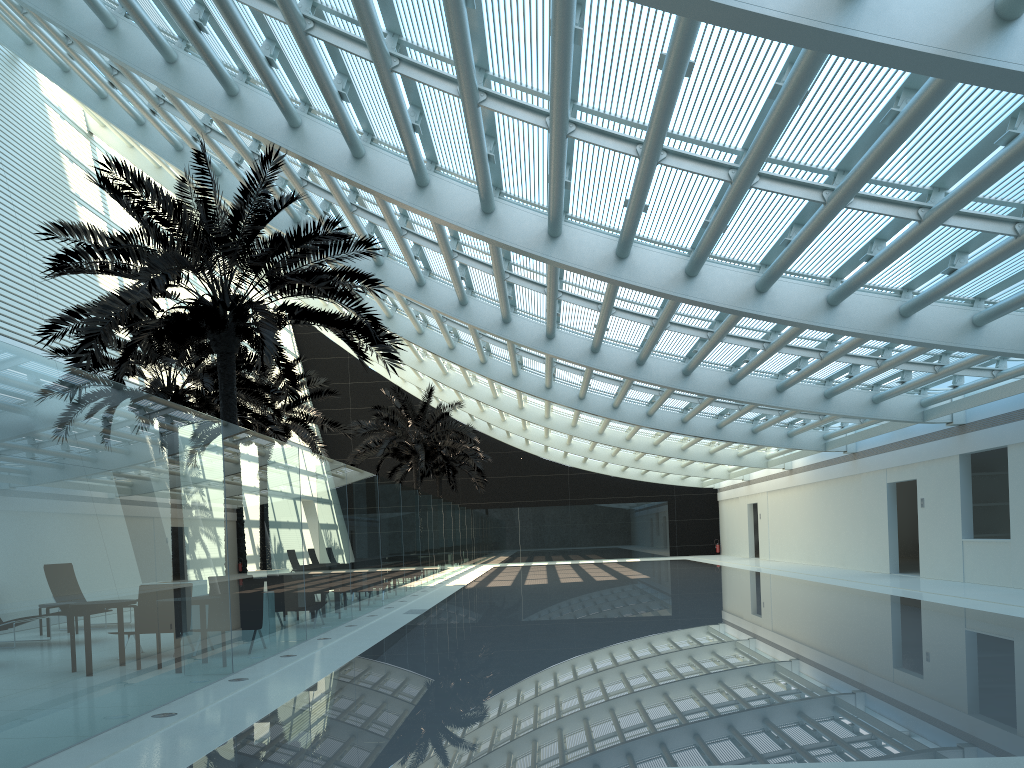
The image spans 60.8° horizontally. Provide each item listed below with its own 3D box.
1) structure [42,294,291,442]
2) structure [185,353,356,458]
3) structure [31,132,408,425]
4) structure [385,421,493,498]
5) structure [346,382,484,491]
[{"bbox_3d":[-7.083,1.403,18.231,4.636,6.762,4.326,-1,-3,-20],"label":"structure"},{"bbox_3d":[-7.075,2.426,24.280,4.316,6.822,4.648,-4,-3,35],"label":"structure"},{"bbox_3d":[-4.135,0.170,12.360,4.839,6.946,4.472,-3,-3,20],"label":"structure"},{"bbox_3d":[-3.143,4.915,39.833,4.451,6.944,4.865,-1,-3,-20],"label":"structure"},{"bbox_3d":[-3.459,3.500,31.634,4.820,6.947,4.489,-2,-2,-5],"label":"structure"}]
